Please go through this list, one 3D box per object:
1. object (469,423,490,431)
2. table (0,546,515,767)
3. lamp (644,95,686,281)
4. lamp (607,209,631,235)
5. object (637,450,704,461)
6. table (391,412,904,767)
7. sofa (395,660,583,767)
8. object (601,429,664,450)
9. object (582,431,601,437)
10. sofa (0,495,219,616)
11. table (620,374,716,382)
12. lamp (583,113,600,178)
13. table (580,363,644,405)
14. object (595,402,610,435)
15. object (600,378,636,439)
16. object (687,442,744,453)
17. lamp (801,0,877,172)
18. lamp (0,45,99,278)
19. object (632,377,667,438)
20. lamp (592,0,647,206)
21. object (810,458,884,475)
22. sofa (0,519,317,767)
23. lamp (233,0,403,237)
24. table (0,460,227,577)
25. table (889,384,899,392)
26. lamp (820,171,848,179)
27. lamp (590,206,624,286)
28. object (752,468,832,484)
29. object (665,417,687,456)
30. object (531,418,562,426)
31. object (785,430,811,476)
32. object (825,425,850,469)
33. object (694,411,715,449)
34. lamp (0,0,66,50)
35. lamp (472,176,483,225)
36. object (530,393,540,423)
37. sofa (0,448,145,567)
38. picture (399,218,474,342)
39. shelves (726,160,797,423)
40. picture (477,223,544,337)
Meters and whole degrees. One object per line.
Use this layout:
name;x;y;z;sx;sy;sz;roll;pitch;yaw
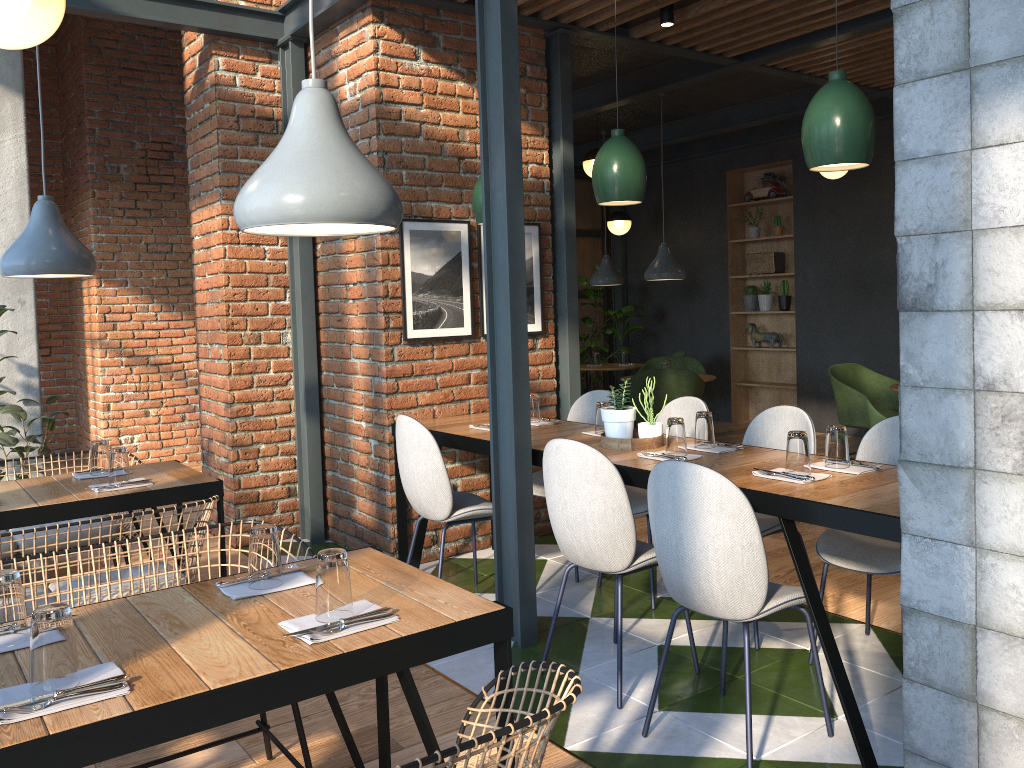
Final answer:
object;-0.096;0.200;4.247;0.158;0.019;0.243;-6;6;-37
table;-0.694;0.861;1.801;1.273;0.704;0.659;-5;5;-36
lamp;1.229;-3.125;7.452;0.353;4.481;0.353;-2;2;-1
lamp;1.140;-3.553;9.820;0.268;3.786;0.269;-2;2;7
object;0.581;0.262;3.302;0.158;0.019;0.243;-5;6;-35
table;0.473;0.630;3.618;0.659;0.764;2.775;-4;5;-36
sofa;-0.363;0.878;1.341;1.093;0.731;0.471;-5;4;-36
object;0.488;0.225;3.596;0.253;0.046;0.252;1;6;28
object;0.436;0.214;3.899;0.158;0.019;0.243;-5;6;-35
sofa;-1.491;0.776;2.902;1.093;0.731;0.471;-5;4;-36
table;1.345;0.286;7.603;0.807;0.685;0.810;-1;4;6
lamp;0.705;-3.714;7.794;0.268;3.786;0.269;0;3;34
table;1.007;0.153;9.217;0.808;0.685;0.808;-5;5;-36
object;0.403;0.149;3.900;0.080;0.138;0.080;0;3;28
object;0.434;0.109;3.611;0.146;0.276;0.146;0;4;35
object;0.782;0.243;3.448;0.158;0.019;0.243;-5;6;-35
lamp;1.002;-1.692;2.761;0.224;2.018;0.224;-3;3;-32
lamp;-1.892;-2.660;3.392;0.353;4.481;0.353;-2;2;-1
object;0.549;0.107;3.559;0.116;0.281;0.128;-4;4;-40
lamp;0.409;-1.745;3.582;0.224;2.018;0.224;-3;3;-32
object;1.124;0.274;2.972;0.158;0.019;0.243;-5;6;-35
sofa;-1.024;0.818;2.256;1.093;0.731;0.471;-5;4;-36
lamp;-0.481;-2.564;1.797;0.353;4.481;0.353;-1;2;16
table;-1.820;0.759;3.359;1.273;0.704;0.659;-5;5;-36
table;3.046;0.363;6.110;0.807;0.685;0.810;-1;4;13
lamp;2.671;-3.628;7.437;0.268;3.786;0.269;-1;3;26
lamp;0.911;-3.260;9.089;0.353;4.481;0.353;-2;2;-1
object;0.898;0.290;2.879;0.158;0.019;0.243;-5;6;-35
object;0.610;0.196;3.295;0.080;0.138;0.080;-3;3;-12
object;0.131;0.183;4.356;0.158;0.019;0.243;-5;6;-35
object;0.927;0.223;2.873;0.080;0.138;0.080;-1;3;18
object;1.090;0.209;2.973;0.080;0.138;0.080;-3;3;-12
object;0.749;0.178;3.449;0.080;0.138;0.080;-1;3;18
lamp;-1.305;-2.720;2.107;0.268;3.786;0.269;-1;3;22
lamp;-0.113;-1.793;4.304;0.224;2.018;0.224;-3;3;-32
object;0.097;0.118;4.357;0.080;0.138;0.080;0;3;28
sofa;-2.152;0.716;3.817;1.093;0.731;0.471;-5;4;-36
picture;-0.394;-0.550;4.672;0.430;0.630;0.015;-4;3;-36
shelves;2.695;-0.912;9.266;0.285;2.701;0.836;-4;3;-36
picture;-0.005;-0.588;4.953;0.430;0.630;0.015;-4;3;-36
